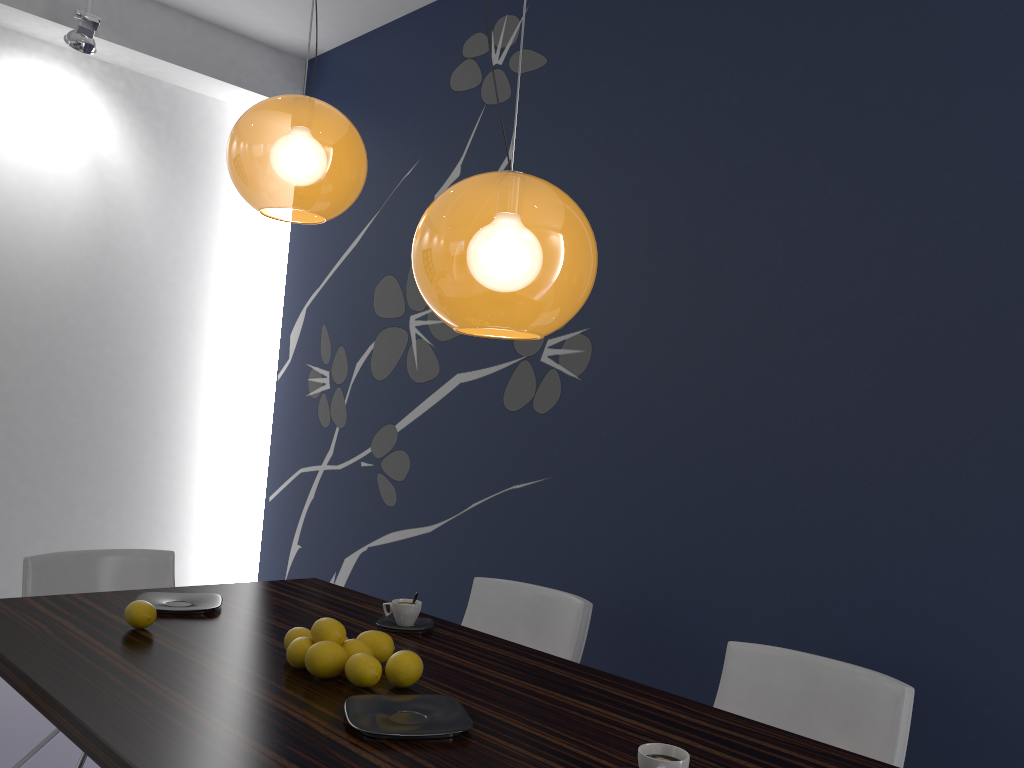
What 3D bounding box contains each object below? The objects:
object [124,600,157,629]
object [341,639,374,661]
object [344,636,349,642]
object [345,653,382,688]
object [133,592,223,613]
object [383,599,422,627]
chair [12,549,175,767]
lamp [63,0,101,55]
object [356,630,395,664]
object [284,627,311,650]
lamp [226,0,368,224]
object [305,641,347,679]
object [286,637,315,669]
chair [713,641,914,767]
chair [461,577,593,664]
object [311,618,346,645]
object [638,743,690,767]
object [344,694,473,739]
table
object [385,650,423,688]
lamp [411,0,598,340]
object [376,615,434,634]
[{"bbox_3d":[-0.922,0.573,2.202,0.070,0.068,0.083,7,-4,-40],"label":"object"},{"bbox_3d":[-0.347,0.605,1.970,0.081,0.071,0.069,3,-3,23],"label":"object"},{"bbox_3d":[-0.405,0.605,2.029,0.070,0.068,0.083,4,-3,15],"label":"object"},{"bbox_3d":[-0.312,0.603,1.867,0.070,0.068,0.083,7,-4,-40],"label":"object"},{"bbox_3d":[-0.932,0.613,2.480,0.232,0.020,0.232,5,-3,-15],"label":"object"},{"bbox_3d":[-0.301,0.629,2.434,0.101,0.064,0.081,6,-3,-19],"label":"object"},{"bbox_3d":[-1.334,0.998,2.971,0.508,0.805,0.620,7,-4,-44],"label":"chair"},{"bbox_3d":[-2.050,-1.844,4.280,0.150,0.511,0.185,7,-4,-44],"label":"lamp"},{"bbox_3d":[-0.318,0.608,2.046,0.094,0.077,0.079,5,-3,0],"label":"object"},{"bbox_3d":[-0.489,0.599,2.055,0.070,0.068,0.083,7,-4,-40],"label":"object"},{"bbox_3d":[-0.506,-1.255,2.355,0.359,1.645,0.358,7,-4,-33],"label":"lamp"},{"bbox_3d":[-0.399,0.593,1.906,0.094,0.080,0.076,7,-4,-42],"label":"object"},{"bbox_3d":[-0.465,0.597,1.970,0.070,0.068,0.083,4,-3,15],"label":"object"},{"bbox_3d":[0.618,1.110,2.180,0.620,0.805,0.508,7,-4,-44],"label":"chair"},{"bbox_3d":[-0.104,1.093,2.928,0.508,0.805,0.620,2,-4,41],"label":"chair"},{"bbox_3d":[-0.408,0.555,1.972,0.070,0.068,0.083,7,-4,-40],"label":"object"},{"bbox_3d":[0.242,0.617,1.399,0.081,0.064,0.101,6,-3,-18],"label":"object"},{"bbox_3d":[-0.198,0.628,1.674,0.232,0.020,0.232,5,-3,-15],"label":"object"},{"bbox_3d":[-0.407,1.027,1.939,1.127,0.783,2.046,7,-4,-44],"label":"table"},{"bbox_3d":[-0.230,0.607,1.889,0.079,0.077,0.094,3,-3,20],"label":"object"},{"bbox_3d":[0.052,-1.078,1.759,0.358,1.974,0.359,7,-4,-39],"label":"lamp"},{"bbox_3d":[-0.294,0.661,2.435,0.154,0.020,0.154,4,-3,1],"label":"object"}]
